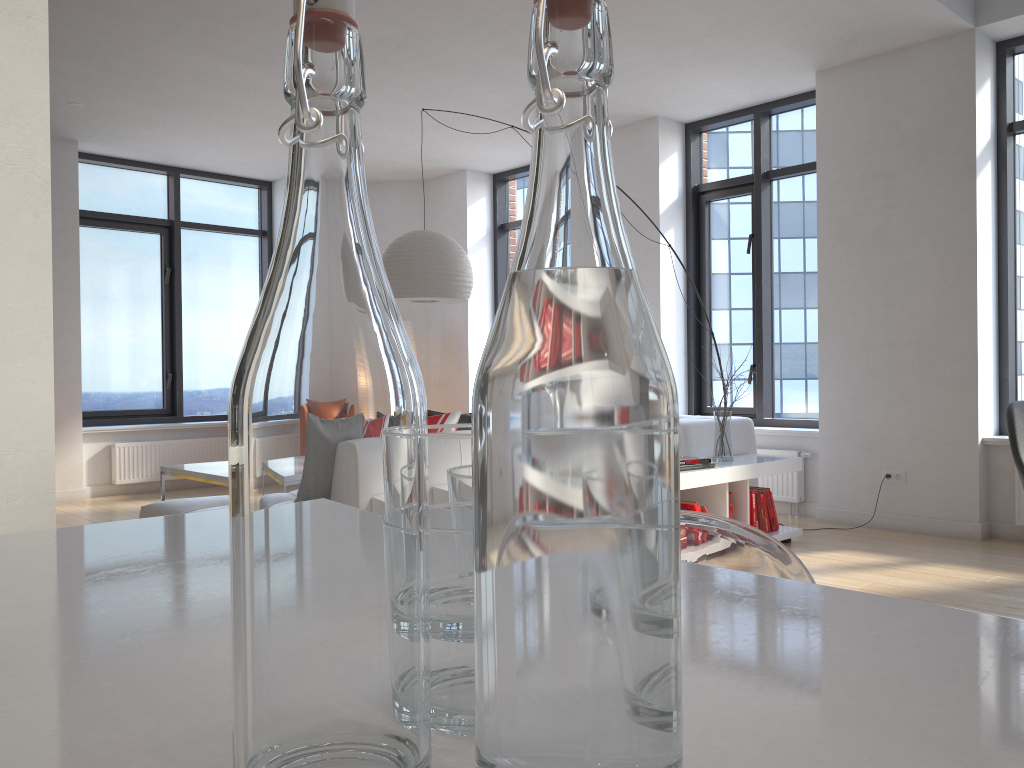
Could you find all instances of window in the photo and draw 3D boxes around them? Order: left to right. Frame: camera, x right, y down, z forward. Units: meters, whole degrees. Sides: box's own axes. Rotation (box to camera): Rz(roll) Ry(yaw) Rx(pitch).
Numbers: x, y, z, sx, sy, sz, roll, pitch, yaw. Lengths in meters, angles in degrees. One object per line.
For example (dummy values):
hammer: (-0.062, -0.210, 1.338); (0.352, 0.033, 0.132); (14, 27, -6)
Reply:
window: (-3.188, -0.836, 8.389); (1.960, 2.402, 0.170); (-1, 1, -43)
window: (0.330, -0.877, 8.363); (0.170, 2.402, 1.310); (-1, 1, -43)
window: (1.904, -0.883, 6.684); (0.170, 2.402, 1.310); (-1, 1, -43)
window: (3.476, -0.890, 5.005); (0.170, 2.402, 1.310); (-1, 1, -43)

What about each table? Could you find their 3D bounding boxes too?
table: (-1.490, 0.736, 5.683); (1.091, 0.435, 1.091); (-1, 1, -43)

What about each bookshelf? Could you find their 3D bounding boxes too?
bookshelf: (0.641, 0.699, 4.462); (2.600, 0.500, 0.356); (-1, 1, -43)

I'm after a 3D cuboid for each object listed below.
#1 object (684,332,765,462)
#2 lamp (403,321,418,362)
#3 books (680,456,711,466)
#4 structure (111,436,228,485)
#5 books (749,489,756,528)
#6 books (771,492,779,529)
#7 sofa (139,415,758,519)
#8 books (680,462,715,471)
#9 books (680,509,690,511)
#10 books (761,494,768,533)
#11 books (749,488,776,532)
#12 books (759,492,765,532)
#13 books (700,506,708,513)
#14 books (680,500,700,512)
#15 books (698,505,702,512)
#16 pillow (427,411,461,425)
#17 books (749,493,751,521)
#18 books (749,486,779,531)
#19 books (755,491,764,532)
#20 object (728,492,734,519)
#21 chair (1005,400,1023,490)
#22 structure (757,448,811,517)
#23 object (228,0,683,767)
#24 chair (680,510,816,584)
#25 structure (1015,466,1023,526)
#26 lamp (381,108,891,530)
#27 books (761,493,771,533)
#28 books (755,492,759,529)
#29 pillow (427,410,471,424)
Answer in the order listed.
object: (1.249, 0.065, 5.006); (0.406, 0.744, 0.607); (-1, 0, -3)
lamp: (-0.874, 0.162, 8.580); (0.804, 1.550, 0.502); (-1, 0, 7)
books: (0.894, 0.405, 4.670); (0.238, 0.027, 0.188); (-1, 0, -30)
structure: (-2.921, 0.733, 8.182); (1.474, 0.460, 0.110); (-1, 1, -43)
books: (1.289, 0.723, 5.028); (0.050, 0.268, 0.198); (-1, 1, -43)
books: (1.469, 0.739, 5.219); (0.103, 0.230, 0.173); (-1, 1, -43)
sofa: (-0.564, 0.590, 5.368); (3.424, 0.732, 2.614); (-1, 1, -43)
books: (0.878, 0.431, 4.688); (0.300, 0.026, 0.245); (-1, 1, -38)
books: (0.749, 0.677, 4.614); (0.301, 0.032, 0.227); (-1, 1, -43)
books: (1.384, 0.740, 5.118); (0.081, 0.230, 0.165); (-1, 1, -43)
books: (1.424, 0.731, 5.169); (0.119, 0.249, 0.187); (-1, 1, -43)
books: (1.363, 0.734, 5.090); (0.066, 0.247, 0.175); (-1, 1, -43)
books: (1.011, 0.753, 4.784); (0.186, 0.223, 0.188); (-1, 1, -43)
books: (0.931, 0.739, 4.718); (0.134, 0.248, 0.192); (-1, 1, -43)
books: (0.970, 0.748, 4.746); (0.148, 0.232, 0.171); (-1, 1, -41)
pillow: (0.059, 0.343, 4.830); (0.575, 0.449, 2.250); (0, 1, 44)
books: (1.268, 0.732, 4.997); (0.026, 0.250, 0.168); (-1, 1, -43)
books: (1.445, 0.727, 5.194); (0.116, 0.255, 0.198); (-1, 1, -43)
books: (1.334, 0.731, 5.078); (0.076, 0.252, 0.199); (-1, 1, -43)
object: (1.168, 0.730, 4.915); (0.125, 0.258, 0.125); (0, 0, 24)
chair: (1.837, 0.499, 2.650); (0.655, 0.891, 0.619); (-1, 1, -37)
structure: (1.704, 0.691, 6.445); (0.110, 0.460, 1.015); (-1, 1, -43)
object: (0.005, 0.002, 0.415); (0.148, 0.267, 0.323); (-1, 0, 12)
chair: (0.047, 0.561, 0.825); (0.475, 0.838, 0.434); (0, 1, 45)
structure: (3.276, 0.685, 4.768); (0.110, 0.460, 1.015); (-1, 1, -43)
lamp: (0.749, -0.385, 5.671); (3.199, 2.647, 0.710); (-1, 0, -7)
books: (1.400, 0.739, 5.137); (0.083, 0.233, 0.178); (-1, 1, -43)
books: (1.314, 0.727, 5.047); (0.056, 0.262, 0.185); (-1, 1, -43)
pillow: (0.292, 0.313, 5.059); (0.608, 0.436, 2.120); (0, 1, 43)
